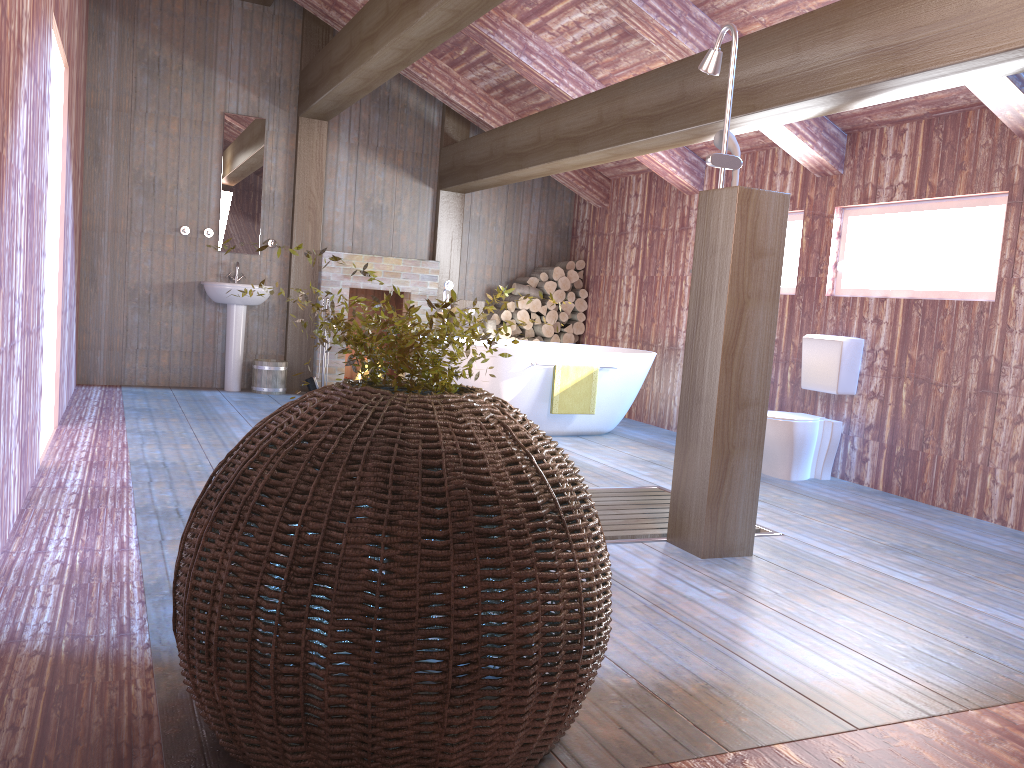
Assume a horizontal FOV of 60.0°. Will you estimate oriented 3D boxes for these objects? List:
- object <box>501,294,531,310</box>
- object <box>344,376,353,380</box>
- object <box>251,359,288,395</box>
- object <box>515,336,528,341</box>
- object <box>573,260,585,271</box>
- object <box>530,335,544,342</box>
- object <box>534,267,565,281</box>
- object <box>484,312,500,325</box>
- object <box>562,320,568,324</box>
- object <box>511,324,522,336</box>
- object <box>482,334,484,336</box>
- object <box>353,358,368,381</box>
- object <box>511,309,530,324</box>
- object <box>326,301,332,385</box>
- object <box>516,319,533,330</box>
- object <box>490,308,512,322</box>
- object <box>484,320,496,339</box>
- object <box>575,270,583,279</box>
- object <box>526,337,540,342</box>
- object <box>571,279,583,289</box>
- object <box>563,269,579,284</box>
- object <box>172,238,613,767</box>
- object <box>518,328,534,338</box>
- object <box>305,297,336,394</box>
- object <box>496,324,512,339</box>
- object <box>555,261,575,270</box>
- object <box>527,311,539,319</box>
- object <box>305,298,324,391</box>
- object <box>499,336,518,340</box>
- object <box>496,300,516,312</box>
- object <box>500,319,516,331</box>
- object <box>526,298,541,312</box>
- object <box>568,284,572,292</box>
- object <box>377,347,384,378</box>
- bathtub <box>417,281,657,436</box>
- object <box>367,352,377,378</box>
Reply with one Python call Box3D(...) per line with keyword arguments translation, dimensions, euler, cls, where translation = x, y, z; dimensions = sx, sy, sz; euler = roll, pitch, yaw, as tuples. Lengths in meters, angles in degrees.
Box3D(translation=(0.033, -0.812, 8.770), dimensions=(0.135, 0.145, 0.439), euler=(2, 6, -24), cls="object")
Box3D(translation=(-1.516, -0.004, 9.076), dimensions=(0.829, 0.085, 0.935), euler=(0, 7, -42), cls="object")
Box3D(translation=(-2.154, -0.064, 7.884), dimensions=(0.309, 0.290, 0.308), euler=(3, 5, -14), cls="object")
Box3D(translation=(0.047, -0.420, 8.826), dimensions=(0.114, 0.120, 0.303), euler=(2, 6, -24), cls="object")
Box3D(translation=(0.633, -1.206, 9.031), dimensions=(0.112, 0.113, 0.271), euler=(2, 6, -24), cls="object")
Box3D(translation=(0.204, -0.437, 9.001), dimensions=(0.116, 0.118, 0.289), euler=(2, 6, -27), cls="object")
Box3D(translation=(0.373, -1.108, 8.905), dimensions=(0.135, 0.139, 0.456), euler=(2, 6, -23), cls="object")
Box3D(translation=(-0.228, -0.642, 8.714), dimensions=(0.114, 0.113, 0.301), euler=(2, 6, -27), cls="object")
Box3D(translation=(0.492, -0.643, 8.984), dimensions=(0.067, 0.069, 0.177), euler=(2, 6, -24), cls="object")
Box3D(translation=(-0.019, -0.545, 8.883), dimensions=(0.128, 0.150, 0.323), euler=(2, 6, -24), cls="object")
Box3D(translation=(-0.396, -0.455, 8.628), dimensions=(0.139, 0.137, 0.455), euler=(2, 6, -26), cls="object")
Box3D(translation=(-1.502, -0.109, 8.899), dimensions=(0.221, 0.306, 0.121), euler=(5, 5, 3), cls="object")
Box3D(translation=(0.013, -0.676, 8.772), dimensions=(0.141, 0.143, 0.437), euler=(2, 6, -26), cls="object")
Box3D(translation=(-1.617, -0.324, 7.939), dimensions=(0.206, 0.871, 0.126), euler=(6, 5, 18), cls="object")
Box3D(translation=(0.098, -0.608, 8.817), dimensions=(0.115, 0.123, 0.291), euler=(2, 6, -24), cls="object")
Box3D(translation=(-0.110, -0.678, 8.710), dimensions=(0.115, 0.123, 0.291), euler=(2, 6, -24), cls="object")
Box3D(translation=(-0.206, -0.470, 8.512), dimensions=(0.147, 0.298, 0.109), euler=(2, 6, -22), cls="object")
Box3D(translation=(0.624, -1.123, 9.054), dimensions=(0.081, 0.100, 0.281), euler=(2, 6, -25), cls="object")
Box3D(translation=(0.143, -0.420, 8.864), dimensions=(0.098, 0.100, 0.437), euler=(2, 6, -26), cls="object")
Box3D(translation=(0.615, -1.025, 9.045), dimensions=(0.107, 0.115, 0.269), euler=(2, 6, -23), cls="object")
Box3D(translation=(0.516, -1.088, 8.975), dimensions=(0.133, 0.142, 0.456), euler=(2, 6, -23), cls="object")
Box3D(translation=(-0.239, 0.242, 2.012), dimensions=(0.972, 1.073, 0.970), euler=(-1, 7, -44), cls="object")
Box3D(translation=(0.114, -0.526, 8.948), dimensions=(0.104, 0.127, 0.321), euler=(2, 6, -24), cls="object")
Box3D(translation=(-1.712, -0.336, 7.965), dimensions=(0.276, 0.888, 0.333), euler=(6, 5, 17), cls="object")
Box3D(translation=(-0.154, -0.527, 8.718), dimensions=(0.138, 0.147, 0.440), euler=(2, 6, -24), cls="object")
Box3D(translation=(0.535, -1.186, 8.987), dimensions=(0.104, 0.121, 0.270), euler=(2, 6, -24), cls="object")
Box3D(translation=(0.168, -0.683, 8.843), dimensions=(0.088, 0.092, 0.280), euler=(2, 6, -24), cls="object")
Box3D(translation=(-1.754, -0.343, 7.888), dimensions=(0.136, 0.846, 0.062), euler=(0, 7, -43), cls="object")
Box3D(translation=(-0.088, -0.418, 8.778), dimensions=(0.139, 0.148, 0.458), euler=(2, 6, -24), cls="object")
Box3D(translation=(-0.061, -0.768, 8.738), dimensions=(0.106, 0.112, 0.282), euler=(2, 6, -24), cls="object")
Box3D(translation=(-0.071, -0.590, 8.757), dimensions=(0.111, 0.113, 0.301), euler=(2, 6, -25), cls="object")
Box3D(translation=(0.136, -0.794, 8.819), dimensions=(0.138, 0.147, 0.440), euler=(2, 6, -24), cls="object")
Box3D(translation=(0.487, -0.981, 9.064), dimensions=(0.132, 0.119, 0.319), euler=(2, 6, -23), cls="object")
Box3D(translation=(-1.376, -0.152, 9.020), dimensions=(0.140, 0.459, 0.266), euler=(4, 5, -7), cls="object")
Box3D(translation=(0.183, -0.192, 6.822), dimensions=(1.935, 1.109, 1.460), euler=(4, 5, -3), cls="bathtub")
Box3D(translation=(-1.380, -0.145, 8.767), dimensions=(0.098, 0.434, 0.283), euler=(2, 6, -26), cls="object")
